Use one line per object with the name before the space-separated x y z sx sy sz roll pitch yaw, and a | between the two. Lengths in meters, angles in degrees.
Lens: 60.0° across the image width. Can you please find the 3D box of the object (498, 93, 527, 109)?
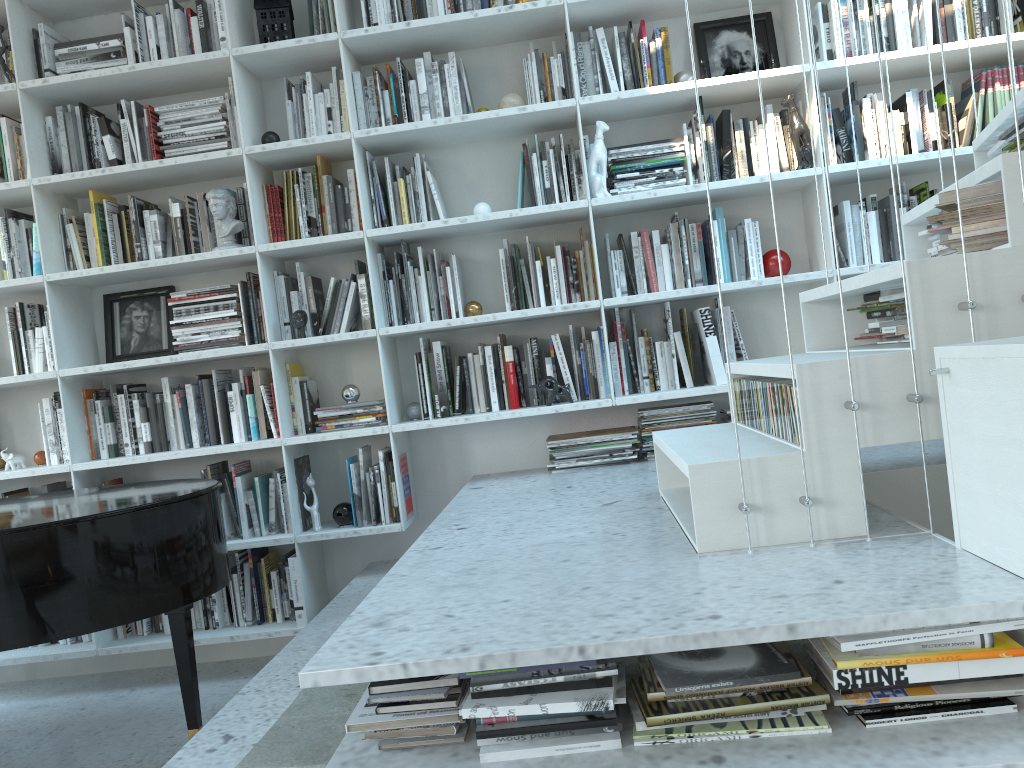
object | 0.002 -1.071 3.444 0.111 0.113 0.111 -8 1 -18

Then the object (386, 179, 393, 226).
object | -0.462 -0.691 3.500 0.013 0.208 0.140 -7 2 4

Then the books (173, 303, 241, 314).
books | -1.207 -0.299 3.566 0.254 0.012 0.161 -7 1 0

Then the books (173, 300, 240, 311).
books | -1.208 -0.311 3.568 0.254 0.012 0.161 -7 1 1

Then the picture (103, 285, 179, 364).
picture | -1.526 -0.239 3.647 0.300 0.300 0.077 -7 2 4

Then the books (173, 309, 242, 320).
books | -1.204 -0.275 3.569 0.254 0.012 0.160 -7 1 7

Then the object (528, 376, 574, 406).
object | 0.145 0.026 3.313 0.160 0.114 0.064 -7 2 -8

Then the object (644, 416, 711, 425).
object | 0.636 0.137 3.459 0.254 0.006 0.161 -7 1 4

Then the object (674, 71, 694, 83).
object | 0.653 -1.141 3.367 0.091 0.092 0.091 -8 2 -37

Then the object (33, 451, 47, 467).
object | -1.903 0.301 3.591 0.061 0.062 0.061 -8 2 -37

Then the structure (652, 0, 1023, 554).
structure | 0.517 -1.051 1.607 2.614 3.383 1.953 -7 2 4

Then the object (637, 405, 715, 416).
object | 0.635 0.099 3.459 0.285 0.005 0.159 -7 1 4

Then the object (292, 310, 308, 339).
object | -0.807 -0.227 3.381 0.054 0.113 0.079 -7 1 3

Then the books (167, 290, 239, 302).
books | -1.213 -0.347 3.562 0.285 0.012 0.159 -7 1 -1

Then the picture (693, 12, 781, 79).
picture | 0.873 -1.275 3.433 0.300 0.300 0.077 -7 2 4

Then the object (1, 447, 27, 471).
object | -2.010 0.299 3.575 0.060 0.095 0.078 -7 2 21

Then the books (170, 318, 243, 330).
books | -1.200 -0.239 3.565 0.285 0.012 0.159 -7 1 9

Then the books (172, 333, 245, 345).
books | -1.193 -0.180 3.567 0.285 0.012 0.159 -7 1 9

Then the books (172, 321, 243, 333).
books | -1.198 -0.227 3.573 0.285 0.012 0.159 -7 1 6

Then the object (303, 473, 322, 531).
object | -0.773 0.456 3.428 0.053 0.225 0.046 -7 2 16

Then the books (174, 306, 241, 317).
books | -1.205 -0.287 3.569 0.254 0.012 0.161 -7 1 1

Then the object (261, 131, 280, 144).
object | -0.931 -0.938 3.422 0.071 0.072 0.071 -8 2 -37

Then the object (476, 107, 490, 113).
object | -0.111 -1.035 3.430 0.068 0.068 0.068 -8 1 -18

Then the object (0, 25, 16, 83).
object | -1.960 -1.266 3.445 0.075 0.255 0.075 -8 2 -17

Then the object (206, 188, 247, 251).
object | -1.101 -0.626 3.411 0.137 0.244 0.138 -8 2 -30

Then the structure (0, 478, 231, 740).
structure | -1.801 0.837 2.536 1.918 0.833 1.334 -7 1 4

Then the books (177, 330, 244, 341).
books | -1.194 -0.192 3.567 0.254 0.012 0.161 -7 1 -1

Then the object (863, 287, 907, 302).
object | 1.057 -0.249 2.404 0.161 0.025 0.174 -7 1 8

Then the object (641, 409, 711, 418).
object | 0.636 0.110 3.458 0.254 0.006 0.161 -7 1 4

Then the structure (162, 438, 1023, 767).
structure | 0.620 0.637 2.048 2.899 0.659 3.111 -7 1 4

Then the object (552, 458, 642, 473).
object | 0.322 0.314 3.477 0.345 0.007 0.193 -7 1 -1

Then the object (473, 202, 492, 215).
object | -0.114 -0.665 3.423 0.071 0.072 0.071 -8 2 -37

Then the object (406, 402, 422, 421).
object | -0.384 0.108 3.503 0.071 0.072 0.071 -8 2 -37

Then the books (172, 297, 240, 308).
books | -1.210 -0.323 3.566 0.254 0.012 0.161 -7 1 0

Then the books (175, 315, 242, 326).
books | -1.201 -0.251 3.566 0.254 0.012 0.161 -7 1 -1

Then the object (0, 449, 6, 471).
object | -2.124 0.312 3.650 0.091 0.092 0.091 -8 1 -18

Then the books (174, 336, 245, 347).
books | -1.190 -0.168 3.577 0.285 0.012 0.159 -7 1 3

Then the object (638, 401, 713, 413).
object | 0.633 0.089 3.446 0.285 0.005 0.159 -7 1 9

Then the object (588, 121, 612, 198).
object | 0.322 -0.822 3.272 0.087 0.288 0.075 -6 2 39

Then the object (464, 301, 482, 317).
object | -0.151 -0.290 3.475 0.071 0.072 0.071 -8 2 -37

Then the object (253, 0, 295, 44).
object | -0.915 -1.394 3.431 0.135 0.248 0.135 -7 2 -6

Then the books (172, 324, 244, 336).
books | -1.196 -0.215 3.576 0.285 0.012 0.159 -7 1 5

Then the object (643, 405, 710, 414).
object | 0.634 0.094 3.456 0.254 0.006 0.161 -7 1 5

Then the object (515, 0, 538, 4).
object | 0.063 -1.441 3.344 0.100 0.102 0.100 -8 1 -18

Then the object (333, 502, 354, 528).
object | -0.649 0.506 3.444 0.093 0.095 0.093 -8 2 -37

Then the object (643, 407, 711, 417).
object | 0.635 0.104 3.458 0.254 0.006 0.161 -7 1 4

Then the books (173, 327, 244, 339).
books | -1.194 -0.204 3.578 0.285 0.012 0.159 -7 1 4

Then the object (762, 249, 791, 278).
object | 1.002 -0.454 3.373 0.115 0.116 0.115 -8 1 -18

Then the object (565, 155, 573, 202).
object | 0.226 -0.776 3.467 0.014 0.208 0.130 -7 2 4

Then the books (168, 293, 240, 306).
books | -1.211 -0.336 3.570 0.285 0.012 0.159 -7 1 6

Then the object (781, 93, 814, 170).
object | 1.047 -0.913 3.235 0.087 0.288 0.075 -6 2 39

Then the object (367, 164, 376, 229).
object | -0.537 -0.720 3.520 0.013 0.283 0.135 -7 2 4

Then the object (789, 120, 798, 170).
object | 1.063 -0.881 3.373 0.022 0.212 0.178 -7 1 4

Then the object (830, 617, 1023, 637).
object | 0.617 0.341 1.392 0.284 0.030 0.177 -7 1 4

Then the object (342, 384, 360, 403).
object | -0.624 0.037 3.438 0.071 0.072 0.071 -8 2 -37

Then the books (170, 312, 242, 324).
books | -1.202 -0.263 3.565 0.285 0.012 0.159 -7 1 9

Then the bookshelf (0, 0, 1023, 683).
bookshelf | -1.147 -0.409 3.499 6.297 3.143 0.330 -7 2 4
